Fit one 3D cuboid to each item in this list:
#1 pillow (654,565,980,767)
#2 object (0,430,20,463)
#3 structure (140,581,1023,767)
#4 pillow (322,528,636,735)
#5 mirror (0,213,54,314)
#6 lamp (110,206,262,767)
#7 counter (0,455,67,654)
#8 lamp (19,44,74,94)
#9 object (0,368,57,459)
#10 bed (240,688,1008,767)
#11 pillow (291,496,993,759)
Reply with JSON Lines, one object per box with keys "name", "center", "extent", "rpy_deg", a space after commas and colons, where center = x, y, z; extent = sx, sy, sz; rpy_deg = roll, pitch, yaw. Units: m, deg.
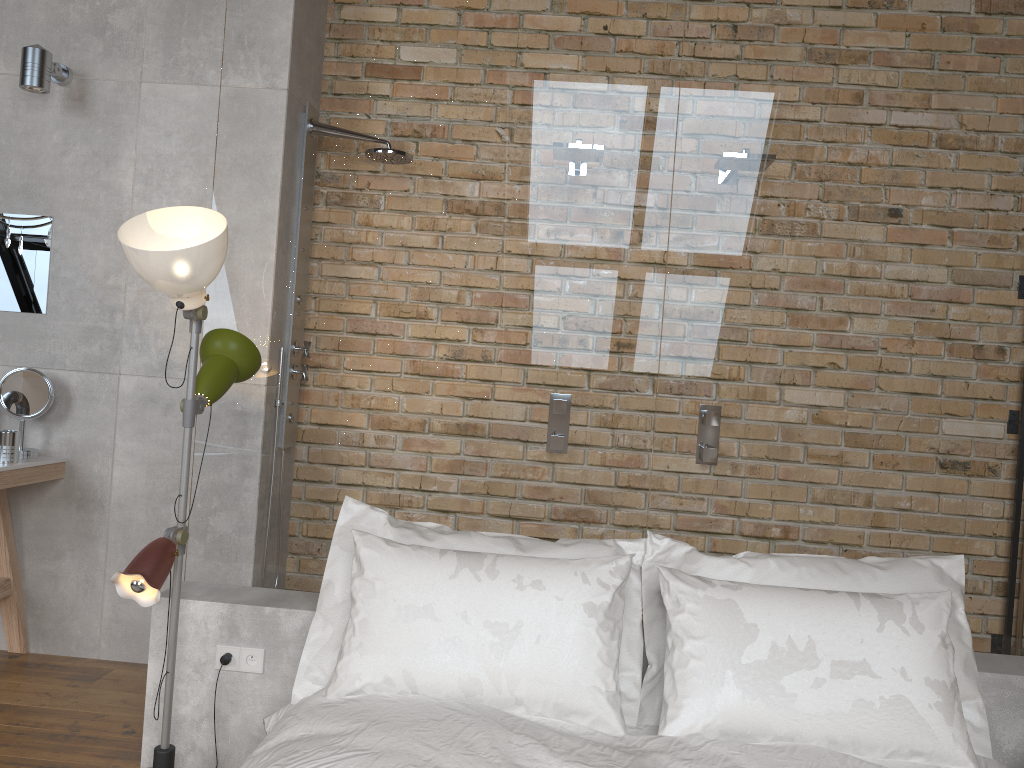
{"name": "pillow", "center": [0.715, 0.681, 2.140], "extent": [0.748, 0.385, 0.291], "rpy_deg": [4, 0, 3]}
{"name": "object", "center": [-1.800, 0.224, 3.165], "extent": [0.073, 0.111, 0.073], "rpy_deg": [4, 0, -4]}
{"name": "structure", "center": [0.361, 0.961, 2.564], "extent": [2.820, 0.494, 0.206], "rpy_deg": [4, 0, 4]}
{"name": "pillow", "center": [-0.073, 0.600, 2.187], "extent": [0.744, 0.397, 0.276], "rpy_deg": [4, 0, 3]}
{"name": "mirror", "center": [-2.704, -0.527, 3.487], "extent": [1.838, 0.377, 0.007], "rpy_deg": [4, 0, 4]}
{"name": "lamp", "center": [-0.901, 0.323, 2.387], "extent": [0.270, 1.582, 0.561], "rpy_deg": [4, 0, 0]}
{"name": "counter", "center": [-2.764, 0.592, 3.239], "extent": [2.011, 0.765, 0.630], "rpy_deg": [4, 0, 4]}
{"name": "lamp", "center": [-1.743, -1.164, 3.328], "extent": [0.101, 0.168, 0.243], "rpy_deg": [4, 0, 4]}
{"name": "object", "center": [-1.832, 0.108, 3.329], "extent": [0.192, 0.338, 0.118], "rpy_deg": [4, 0, -40]}
{"name": "bed", "center": [0.412, 0.995, 1.371], "extent": [2.300, 0.442, 2.169], "rpy_deg": [4, 0, 4]}
{"name": "pillow", "center": [0.342, 0.637, 2.329], "extent": [1.746, 0.517, 0.358], "rpy_deg": [4, 0, 3]}
